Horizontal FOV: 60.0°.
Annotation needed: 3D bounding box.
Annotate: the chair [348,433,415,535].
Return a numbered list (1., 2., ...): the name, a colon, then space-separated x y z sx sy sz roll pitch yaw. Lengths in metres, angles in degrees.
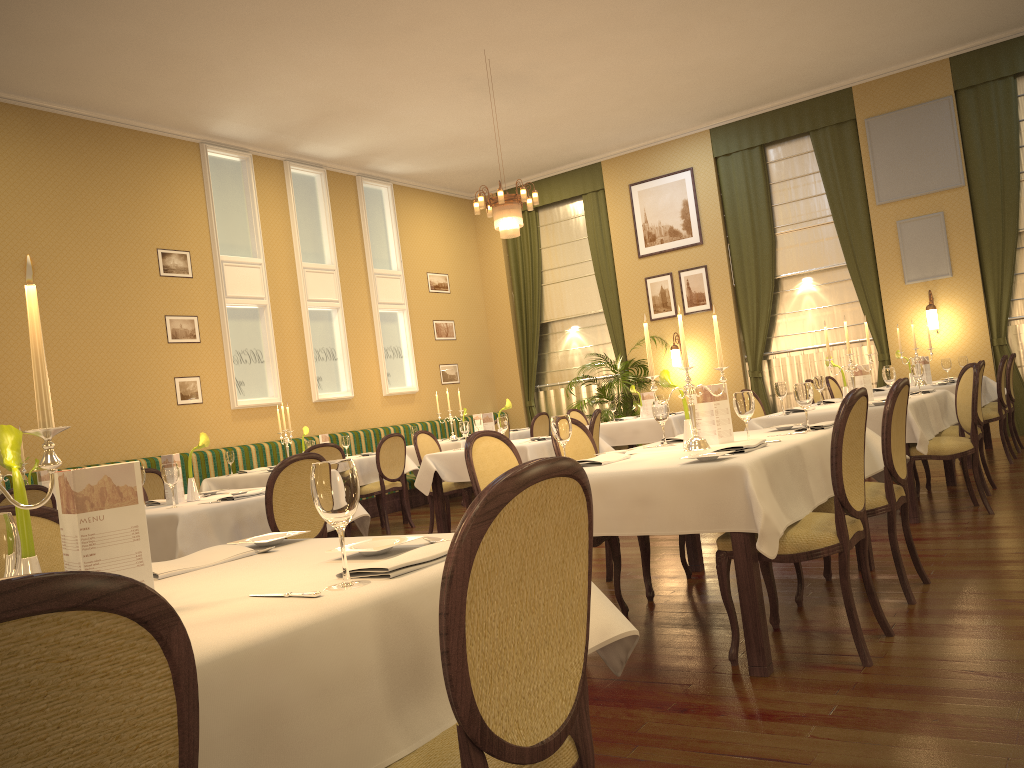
1. chair: -1.320 0.986 8.765 0.571 0.955 0.530 -8 -2 34

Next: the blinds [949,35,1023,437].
1. blinds: 6.099 -1.755 9.686 1.876 4.537 0.129 -8 -2 34

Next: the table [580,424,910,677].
1. table: 0.966 0.653 4.065 1.385 0.759 2.152 -8 -2 34

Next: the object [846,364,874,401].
1. object: 2.591 -0.002 6.572 0.166 0.277 0.081 -8 -2 5

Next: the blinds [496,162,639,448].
1. blinds: 0.826 -0.971 13.274 1.934 4.537 0.225 -8 -2 33

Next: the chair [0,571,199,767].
1. chair: -0.586 0.665 0.833 0.571 0.955 0.530 -8 -2 34

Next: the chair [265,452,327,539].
1. chair: -1.217 0.853 4.585 0.571 0.955 0.530 -8 -2 34

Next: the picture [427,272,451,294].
1. picture: -1.083 -1.492 13.114 0.008 0.294 0.504 -8 -2 34

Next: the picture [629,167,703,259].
1. picture: 2.112 -2.352 12.249 0.966 1.057 0.027 -8 -2 34

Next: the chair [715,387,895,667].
1. chair: 1.092 0.519 3.339 0.571 0.955 0.530 -8 -2 34

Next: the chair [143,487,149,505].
1. chair: -2.208 1.003 5.319 0.571 0.955 0.530 -8 -2 34

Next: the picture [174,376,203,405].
1. picture: -3.406 0.069 9.346 0.008 0.294 0.313 -8 -2 34

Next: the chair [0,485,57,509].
1. chair: -3.293 1.157 5.822 0.571 0.955 0.530 -8 -2 34

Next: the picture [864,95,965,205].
1. picture: 4.738 -2.742 10.467 0.966 1.057 0.027 -8 -2 34

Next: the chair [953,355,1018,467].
1. chair: 4.240 0.246 8.040 0.571 0.955 0.530 -8 -2 34

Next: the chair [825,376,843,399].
1. chair: 3.716 0.355 9.473 0.571 0.955 0.530 -8 -2 34

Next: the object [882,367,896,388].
1. object: 2.638 0.003 6.180 0.088 0.229 0.088 -7 -2 -14

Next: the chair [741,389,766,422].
1. chair: 2.231 0.484 7.255 0.571 0.955 0.530 -8 -2 34

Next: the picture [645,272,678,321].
1. picture: 2.074 -1.210 12.345 0.412 0.619 0.022 -8 -2 34

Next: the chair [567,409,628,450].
1. chair: 0.981 0.726 10.082 0.571 0.955 0.530 -8 -2 34

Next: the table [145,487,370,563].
1. table: -1.621 1.011 4.920 1.389 0.759 1.395 -9 -2 35

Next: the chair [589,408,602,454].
1. chair: 0.491 0.705 7.133 0.571 0.955 0.530 -8 -2 14

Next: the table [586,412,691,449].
1. table: 1.568 0.735 9.683 1.389 0.759 1.395 -9 -2 35

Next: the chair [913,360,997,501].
1. chair: 3.222 0.335 6.520 0.571 0.955 0.530 -8 -2 34

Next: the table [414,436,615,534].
1. table: 0.069 0.865 7.444 1.389 0.759 1.395 -9 -2 35

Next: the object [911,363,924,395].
1. object: 3.026 -0.036 6.603 0.088 0.229 0.088 -7 -2 -8

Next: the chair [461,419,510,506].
1. chair: -0.290 0.897 10.306 0.571 0.955 0.530 -8 -2 34

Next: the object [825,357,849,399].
1. object: 2.440 -0.033 6.613 0.076 0.375 0.163 -6 -2 -34

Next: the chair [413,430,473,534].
1. chair: -0.516 0.856 7.852 0.571 0.955 0.530 -8 -2 24

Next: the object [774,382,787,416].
1. object: 1.876 0.101 6.166 0.088 0.229 0.088 -7 -2 -8

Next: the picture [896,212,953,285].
1. picture: 4.857 -1.596 10.454 0.512 0.769 0.027 -8 -2 34

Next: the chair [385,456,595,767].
1. chair: -0.118 0.624 1.532 0.571 0.955 0.530 -8 -2 34

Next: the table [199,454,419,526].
1. table: -1.916 1.160 8.792 1.385 0.759 2.152 -8 -2 34

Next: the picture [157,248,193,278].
1. picture: -3.570 -1.277 9.400 0.008 0.294 0.401 -8 -2 34

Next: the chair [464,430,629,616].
1. chair: 0.139 0.665 4.131 0.571 0.955 0.530 -8 -2 34

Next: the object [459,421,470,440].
1. object: -0.392 0.431 7.466 0.088 0.229 0.088 -7 -2 -14

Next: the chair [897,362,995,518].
1. chair: 2.781 0.371 5.781 0.571 0.955 0.530 -8 -2 14

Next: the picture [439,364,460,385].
1. picture: -0.917 -0.147 13.064 0.008 0.294 0.437 -8 -2 34

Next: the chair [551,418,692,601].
1. chair: 0.569 0.628 4.772 0.571 0.955 0.530 -8 -2 34

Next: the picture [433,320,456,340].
1. picture: -0.993 -0.794 13.094 0.008 0.294 0.504 -8 -2 34

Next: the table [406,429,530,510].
1. table: -0.416 1.030 11.033 1.385 0.759 2.152 -8 -2 34

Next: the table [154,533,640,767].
1. table: -0.712 0.798 1.559 1.385 0.759 2.152 -8 -2 34

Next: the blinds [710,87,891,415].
1. blinds: 3.702 -1.399 11.312 1.878 4.537 0.129 -8 -2 34

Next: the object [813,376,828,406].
1. object: 2.425 0.053 6.977 0.088 0.229 0.088 -7 -2 -8

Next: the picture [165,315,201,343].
1. picture: -3.479 -0.578 9.380 0.008 0.294 0.401 -8 -2 34

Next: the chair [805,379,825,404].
1. chair: 3.287 0.392 8.832 0.571 0.955 0.530 -8 -2 34

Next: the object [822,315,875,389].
1. object: 2.435 -0.176 6.383 0.390 0.655 0.131 -7 -2 -22

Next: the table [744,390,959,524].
1. table: 2.628 0.508 6.547 1.385 0.759 2.152 -8 -2 34

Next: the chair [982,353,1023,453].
1. chair: 4.708 0.206 8.739 0.571 0.955 0.530 -8 -2 34

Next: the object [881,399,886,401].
1. object: 2.564 0.109 6.007 0.142 0.033 0.273 -8 -2 34

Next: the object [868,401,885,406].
1. object: 2.382 0.127 5.744 0.160 0.024 0.160 -8 -2 34

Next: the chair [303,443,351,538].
1. chair: -1.769 1.025 8.086 0.530 0.955 0.571 -6 -2 -31

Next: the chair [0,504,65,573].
1. chair: -1.109 0.773 2.266 0.571 0.955 0.530 -8 -2 34

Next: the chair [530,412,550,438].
1. chair: 0.205 0.852 10.987 0.571 0.955 0.530 -8 -2 34

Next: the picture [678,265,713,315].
1. picture: 2.492 -1.272 12.062 0.412 0.619 0.022 -8 -2 34

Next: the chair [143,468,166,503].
1. chair: -2.827 1.117 6.515 0.571 0.955 0.530 -8 -2 34

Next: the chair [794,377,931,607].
1. chair: 1.560 0.479 4.038 0.571 0.955 0.530 -8 -2 34

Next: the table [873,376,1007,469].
1. table: 4.114 0.380 8.766 1.385 0.759 2.152 -8 -2 34

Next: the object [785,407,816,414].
1. object: 2.052 0.184 6.313 0.142 0.033 0.273 -8 -2 34
